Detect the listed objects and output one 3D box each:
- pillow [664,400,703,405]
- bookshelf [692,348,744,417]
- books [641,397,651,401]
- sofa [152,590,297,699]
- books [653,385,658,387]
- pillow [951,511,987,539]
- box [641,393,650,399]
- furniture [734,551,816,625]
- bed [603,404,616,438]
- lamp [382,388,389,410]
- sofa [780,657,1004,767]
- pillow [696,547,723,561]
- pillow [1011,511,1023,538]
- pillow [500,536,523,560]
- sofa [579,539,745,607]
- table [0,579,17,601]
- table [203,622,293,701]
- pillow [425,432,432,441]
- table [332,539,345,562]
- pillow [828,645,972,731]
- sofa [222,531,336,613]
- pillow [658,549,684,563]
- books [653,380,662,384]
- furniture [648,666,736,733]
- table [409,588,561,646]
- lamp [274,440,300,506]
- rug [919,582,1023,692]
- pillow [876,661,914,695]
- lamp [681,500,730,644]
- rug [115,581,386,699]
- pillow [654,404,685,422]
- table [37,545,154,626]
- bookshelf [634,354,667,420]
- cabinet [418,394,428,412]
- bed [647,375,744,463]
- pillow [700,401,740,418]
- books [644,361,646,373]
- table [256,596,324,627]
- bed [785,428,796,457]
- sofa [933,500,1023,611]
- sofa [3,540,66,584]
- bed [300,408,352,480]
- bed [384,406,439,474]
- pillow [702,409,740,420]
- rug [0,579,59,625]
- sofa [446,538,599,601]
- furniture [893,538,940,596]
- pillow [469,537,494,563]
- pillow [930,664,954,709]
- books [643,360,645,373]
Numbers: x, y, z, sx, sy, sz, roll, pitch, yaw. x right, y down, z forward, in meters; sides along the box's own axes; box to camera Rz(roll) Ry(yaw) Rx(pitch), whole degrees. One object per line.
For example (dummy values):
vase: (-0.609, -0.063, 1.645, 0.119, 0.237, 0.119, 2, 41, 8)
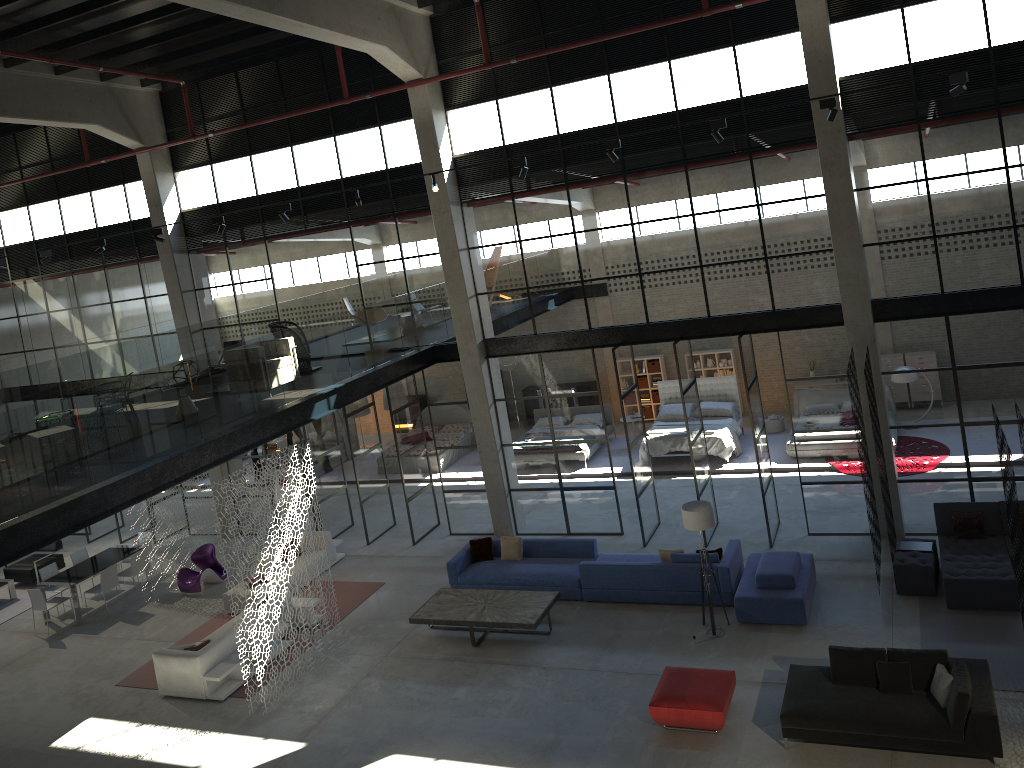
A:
pillow: (4.073, 0.614, 20.954, 1.046, 0.320, 0.499, -5, 10, 24)
bookshelf: (5.259, 0.011, 22.814, 1.231, 1.744, 0.335, -7, 4, 25)
books: (3.605, 0.402, 23.607, 0.280, 0.054, 0.235, -5, 12, 24)
sofa: (-4.375, 3.966, 13.562, 0.941, 0.663, 2.185, -6, 11, 25)
books: (3.913, 0.021, 23.411, 0.254, 0.071, 0.218, -5, 11, 24)
pillow: (6.606, 2.047, 12.695, 0.410, 0.342, 0.240, -6, 6, 26)
box: (3.598, 0.318, 23.622, 0.212, 0.108, 0.134, -5, 9, 24)
furniture: (3.787, 2.816, 12.620, 0.943, 0.549, 1.571, -5, 11, 25)
bed: (1.171, 1.289, 21.574, 2.241, 0.861, 2.448, -5, 11, 24)
lamp: (-3.146, 0.894, 24.559, 0.810, 1.908, 0.682, -11, 4, -23)
sofa: (4.014, 3.430, 9.418, 2.092, 0.556, 1.105, -5, 10, 25)
pillow: (2.958, 2.620, 13.110, 0.398, 0.368, 0.263, -9, 6, 3)
pillow: (7.282, 1.981, 12.396, 0.403, 0.374, 0.195, -6, 6, 25)
pillow: (-0.007, 2.778, 14.803, 0.398, 0.378, 0.211, -6, 6, 26)
sofa: (2.309, 2.827, 13.572, 2.319, 0.716, 1.076, -5, 10, 24)
table: (-10.949, 4.452, 17.360, 0.895, 0.403, 1.842, -5, 11, 25)
table: (-3.913, 4.131, 13.109, 0.298, 0.365, 1.604, -7, 11, 25)
pillow: (-2.500, 1.417, 22.817, 0.875, 0.210, 0.642, -9, 10, 4)
table: (-3.762, 3.296, 17.268, 0.895, 0.367, 0.306, -5, 7, 24)
pillow: (4.248, 3.110, 9.393, 0.754, 0.414, 1.580, -16, 12, -35)
sofa: (-4.268, 3.438, 16.183, 0.935, 0.661, 2.194, -6, 11, 25)
pillow: (2.447, 2.664, 13.295, 0.398, 0.378, 0.211, -6, 6, 26)
books: (3.900, -0.057, 23.407, 0.254, 0.046, 0.218, -5, 12, 24)
furniture: (2.133, 3.675, 10.261, 0.849, 0.373, 0.873, -5, 11, 25)
table: (-0.378, 3.513, 13.186, 2.050, 0.395, 1.049, -5, 11, 24)
lamp: (-3.987, 1.496, 15.233, 0.436, 1.092, 0.447, -7, 5, 33)
rug: (6.896, 3.020, 10.553, 3.603, 0.020, 2.706, -4, 12, 24)
pillow: (4.110, 3.145, 9.418, 0.340, 0.305, 0.191, -6, 6, 22)
lamp: (2.639, 2.558, 12.007, 0.426, 1.729, 0.680, -8, 4, 22)
rug: (-4.166, 4.082, 14.539, 2.629, 0.020, 3.710, -4, 12, 24)
pillow: (3.866, 0.696, 20.714, 1.019, 0.370, 0.680, -4, 10, 28)
table: (-8.034, 3.860, 17.000, 0.894, 0.750, 1.842, -6, 10, 25)
bookshelf: (3.556, 0.148, 23.578, 1.231, 1.744, 0.335, -7, 4, 25)
cabinet: (-3.014, 0.963, 26.542, 1.033, 1.151, 0.458, -7, 5, 25)
bed: (4.074, 0.836, 20.053, 2.203, 1.404, 2.367, -6, 10, 24)
pillow: (4.742, 0.577, 20.423, 0.972, 0.289, 0.707, -4, 11, 27)
books: (3.586, -0.480, 23.509, 0.086, 0.317, 0.257, -8, 6, 25)
table: (-3.737, 3.806, 14.630, 1.193, 0.366, 0.306, -5, 8, 24)
bed: (7.126, 0.765, 19.031, 2.226, 0.916, 2.612, -5, 11, 25)
sofa: (7.876, 2.230, 11.496, 4.122, 0.862, 1.865, -5, 11, 24)
sofa: (-10.299, 3.865, 18.909, 0.944, 0.752, 0.838, -6, 8, 25)
bed: (-5.847, 1.301, 24.359, 2.232, 2.061, 2.361, -6, 8, 25)
bed: (-2.228, 1.348, 23.107, 2.016, 1.268, 2.392, -5, 10, 25)
pillow: (4.792, 0.652, 20.494, 0.953, 0.328, 0.731, -5, 11, 25)
rug: (-10.729, 4.604, 17.463, 2.393, 0.025, 3.466, -4, 12, 24)
sofa: (0.204, 3.047, 14.547, 2.319, 0.599, 1.077, -5, 10, 24)
furniture: (5.773, 2.592, 12.519, 0.505, 0.450, 0.981, -5, 10, 30)
pillow: (-0.516, 2.831, 14.989, 0.398, 0.368, 0.263, -9, 6, 3)
pillow: (4.483, 3.136, 9.125, 0.207, 0.313, 0.346, -9, 7, 4)
books: (3.556, -0.478, 23.523, 0.086, 0.317, 0.257, -8, 6, 25)
